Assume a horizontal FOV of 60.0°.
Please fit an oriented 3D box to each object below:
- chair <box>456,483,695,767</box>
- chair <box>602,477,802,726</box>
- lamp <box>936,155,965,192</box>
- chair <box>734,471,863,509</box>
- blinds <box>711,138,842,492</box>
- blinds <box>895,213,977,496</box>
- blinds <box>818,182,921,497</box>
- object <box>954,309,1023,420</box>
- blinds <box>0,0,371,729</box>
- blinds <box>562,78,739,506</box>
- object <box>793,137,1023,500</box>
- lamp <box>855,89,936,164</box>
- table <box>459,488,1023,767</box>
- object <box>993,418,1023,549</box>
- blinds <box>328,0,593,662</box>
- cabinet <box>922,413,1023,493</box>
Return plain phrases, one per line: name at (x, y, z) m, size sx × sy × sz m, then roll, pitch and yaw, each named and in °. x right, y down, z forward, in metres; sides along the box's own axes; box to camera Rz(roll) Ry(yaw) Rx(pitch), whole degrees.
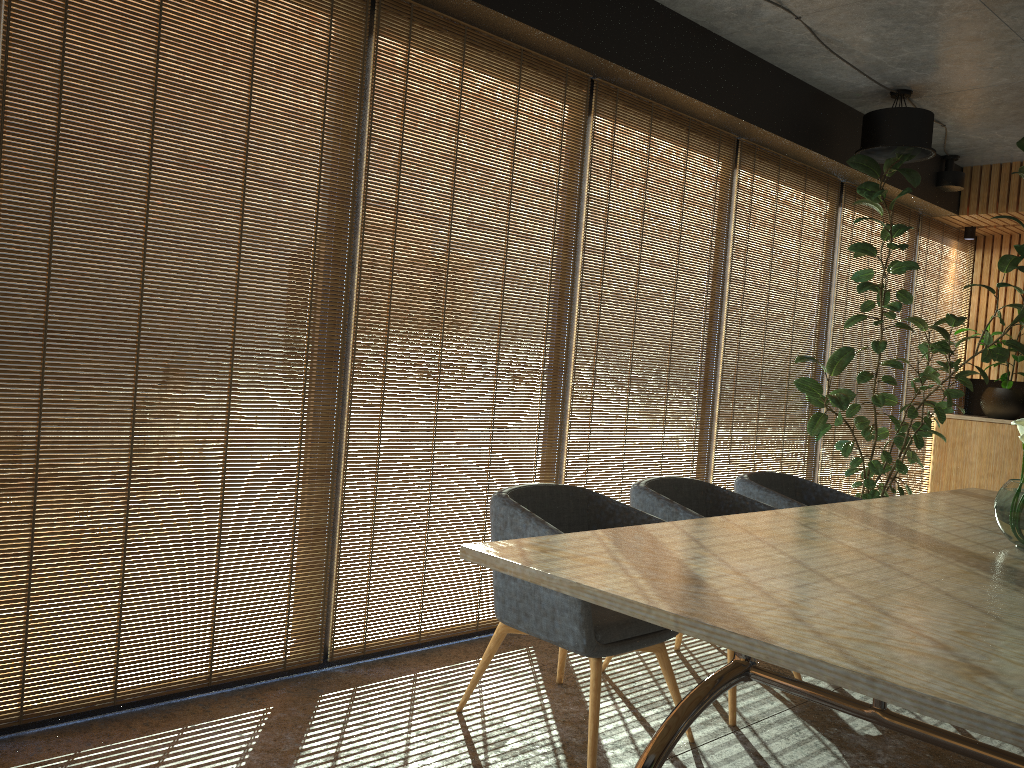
chair at (0.286, 0.922, 3.595) m, size 0.706 × 0.944 × 0.761 m, roll 3°, pitch 2°, yaw -43°
chair at (0.940, 0.956, 4.211) m, size 0.706 × 0.944 × 0.761 m, roll 3°, pitch 2°, yaw -43°
lamp at (5.083, -1.677, 6.173) m, size 0.257 × 0.294 × 4.179 m, roll 3°, pitch 2°, yaw -43°
chair at (1.594, 0.990, 4.828) m, size 0.706 × 0.944 × 0.761 m, roll 3°, pitch 2°, yaw -43°
blinds at (1.931, -0.115, 6.482) m, size 1.422 × 3.038 × 0.039 m, roll 3°, pitch 2°, yaw -43°
blinds at (4.084, -0.002, 8.512) m, size 1.422 × 3.038 × 0.039 m, roll 3°, pitch 2°, yaw -43°
blinds at (3.017, -0.058, 7.506) m, size 1.422 × 3.038 × 0.039 m, roll 3°, pitch 2°, yaw -43°
object at (4.630, -0.198, 8.399) m, size 0.640 × 1.054 × 0.666 m, roll 4°, pitch 2°, yaw -2°
blinds at (-1.256, -0.283, 3.476) m, size 1.422 × 3.038 × 0.039 m, roll 3°, pitch 2°, yaw -43°
blinds at (0.864, -0.171, 5.475) m, size 1.422 × 3.038 × 0.039 m, roll 3°, pitch 2°, yaw -43°
object at (2.935, -0.124, 6.814) m, size 1.875 × 3.266 × 1.958 m, roll 4°, pitch 2°, yaw -5°
lamp at (2.636, -1.778, 6.065) m, size 0.513 × 0.497 × 0.513 m, roll 5°, pitch 2°, yaw 17°
table at (1.866, 1.062, 3.223) m, size 3.932 × 0.927 × 1.816 m, roll 3°, pitch 2°, yaw -43°
object at (1.936, 0.329, 3.221) m, size 0.322 × 0.546 × 0.295 m, roll 3°, pitch 2°, yaw -33°
blinds at (-1.801, -0.278, 2.421) m, size 1.388 × 3.075 × 6.486 m, roll 5°, pitch 2°, yaw 28°
cabinet at (5.950, 1.107, 7.053) m, size 1.006 × 1.272 × 4.954 m, roll 3°, pitch 2°, yaw -43°
